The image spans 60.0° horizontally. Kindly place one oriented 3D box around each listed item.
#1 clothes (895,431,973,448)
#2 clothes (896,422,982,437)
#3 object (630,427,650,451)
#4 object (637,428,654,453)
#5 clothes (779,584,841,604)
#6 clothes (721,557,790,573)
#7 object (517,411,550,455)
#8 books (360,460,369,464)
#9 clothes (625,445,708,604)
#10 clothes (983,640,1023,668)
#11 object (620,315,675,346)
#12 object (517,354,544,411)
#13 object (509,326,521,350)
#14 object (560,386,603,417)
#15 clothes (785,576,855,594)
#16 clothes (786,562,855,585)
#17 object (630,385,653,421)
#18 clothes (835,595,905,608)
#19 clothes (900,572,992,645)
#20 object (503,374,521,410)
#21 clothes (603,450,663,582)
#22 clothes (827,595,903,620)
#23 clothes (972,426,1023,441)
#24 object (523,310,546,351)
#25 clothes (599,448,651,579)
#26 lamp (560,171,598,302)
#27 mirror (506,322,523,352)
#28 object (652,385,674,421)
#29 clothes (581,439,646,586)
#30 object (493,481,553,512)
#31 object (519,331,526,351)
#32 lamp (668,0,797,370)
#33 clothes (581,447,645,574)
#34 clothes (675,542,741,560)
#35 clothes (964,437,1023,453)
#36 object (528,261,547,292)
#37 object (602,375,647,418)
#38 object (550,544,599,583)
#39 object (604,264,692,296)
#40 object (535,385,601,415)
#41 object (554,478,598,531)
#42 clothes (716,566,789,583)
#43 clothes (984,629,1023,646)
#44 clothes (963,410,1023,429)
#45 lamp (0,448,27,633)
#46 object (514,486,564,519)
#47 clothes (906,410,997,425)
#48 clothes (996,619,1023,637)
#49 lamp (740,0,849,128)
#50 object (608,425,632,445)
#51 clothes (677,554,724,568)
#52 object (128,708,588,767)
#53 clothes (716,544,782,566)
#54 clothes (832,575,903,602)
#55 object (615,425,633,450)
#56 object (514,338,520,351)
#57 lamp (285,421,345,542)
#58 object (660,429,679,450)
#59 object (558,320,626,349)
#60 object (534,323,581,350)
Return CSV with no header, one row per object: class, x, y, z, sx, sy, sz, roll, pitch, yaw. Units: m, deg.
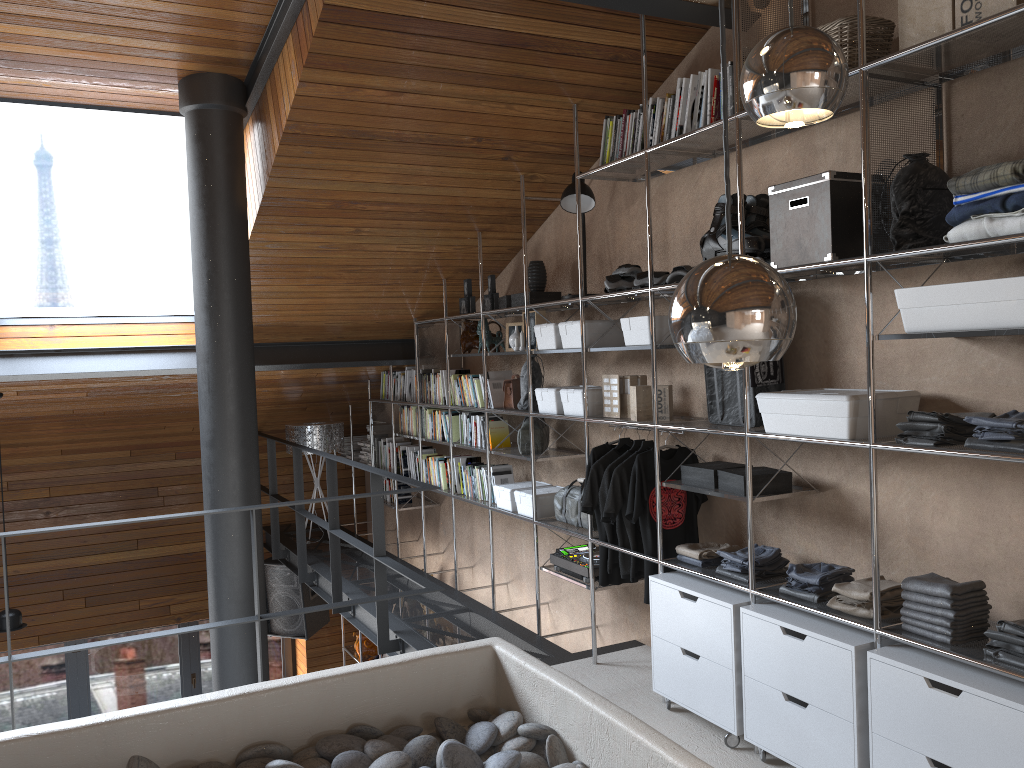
clothes,1.315,0.158,2.715,0.243,0.045,0.208,-3,2,-27
clothes,1.329,0.134,2.725,0.215,0.047,0.191,-3,2,-27
object,0.591,0.295,4.102,0.387,0.197,0.009,-3,2,-31
object,0.621,0.295,4.044,0.387,0.197,0.009,-3,2,-31
clothes,1.108,0.727,3.179,0.242,0.048,0.207,-3,2,-30
clothes,0.942,0.702,3.469,0.215,0.047,0.191,-3,2,-27
object,0.124,0.272,5.094,0.166,0.240,0.390,-2,2,6
books,-1.181,0.668,7.727,0.234,0.016,0.182,-3,2,-32
clothes,0.697,0.618,3.929,0.424,0.689,0.090,-3,2,-28
clothes,1.464,0.739,2.481,0.243,0.045,0.208,-3,2,-27
object,0.662,-0.237,3.940,0.290,0.124,0.222,-3,2,-27
object,0.105,0.002,5.007,0.157,0.339,0.229,-2,2,0
object,0.028,-0.262,5.100,0.091,0.146,0.091,-2,2,7
object,0.419,0.085,4.445,0.295,0.136,0.228,-3,2,-27
clothes,1.094,0.702,3.164,0.203,0.053,0.198,-3,2,-23
clothes,1.109,0.671,3.169,0.204,0.049,0.184,-3,2,-27
object,0.581,0.086,3.988,0.074,0.156,0.078,-3,2,-12
clothes,1.200,0.701,2.929,0.229,0.052,0.199,-3,2,-24
clothes,1.315,0.674,2.688,0.184,0.172,0.201,-3,2,-25
object,0.019,0.045,5.222,0.082,0.202,0.227,-1,2,25
clothes,0.618,0.594,4.045,0.488,0.586,0.074,-3,2,-34
clothes,1.209,0.729,2.953,0.238,0.053,0.212,-3,2,-29
clothes,1.417,0.132,2.468,0.215,0.047,0.191,-3,2,-27
object,0.125,-0.295,4.927,0.062,0.219,0.157,-3,2,-27
clothes,0.617,0.592,4.118,0.488,0.586,0.074,-3,2,-34
lamp,0.346,-0.755,4.541,0.233,0.660,0.322,-1,2,27
mirror,0.033,-0.277,5.228,0.130,0.168,0.069,-1,2,33
object,0.668,0.084,3.927,0.074,0.156,0.078,-1,2,23
clothes,0.531,0.613,4.257,0.424,0.689,0.090,-3,2,-28
object,0.068,0.657,5.201,0.295,0.136,0.228,-3,2,-27
object,0.058,-0.240,4.939,0.037,0.114,0.037,-4,2,-41
lamp,0.226,-0.901,1.015,0.146,1.771,0.146,-2,2,-1
clothes,0.534,0.592,4.213,0.488,0.586,0.074,-3,2,-34
clothes,0.826,0.692,3.707,0.221,0.050,0.196,-3,2,-24
clothes,1.432,0.157,2.479,0.243,0.045,0.208,-3,2,-27
object,0.140,-0.598,4.966,0.115,0.177,0.115,-2,2,-2
object,0.542,0.055,4.212,0.142,0.205,0.196,-3,2,-28
object,0.424,0.923,4.603,0.320,0.114,0.404,-3,2,-27
object,0.636,-0.488,3.975,0.286,0.141,0.657,-3,2,-34
object,0.299,0.082,4.682,0.295,0.136,0.228,-3,2,-27
object,0.369,0.611,4.597,0.166,0.247,0.376,-3,2,-29
clothes,0.958,0.726,3.481,0.243,0.045,0.208,-3,2,-27
clothes,1.478,0.715,2.492,0.215,0.047,0.191,-3,2,-27
clothes,1.415,0.102,2.484,0.200,0.052,0.194,-3,2,-25
lamp,-3.457,0.883,6.028,0.210,1.565,0.210,-2,2,11
object,0.189,0.660,4.962,0.295,0.136,0.228,-3,2,-27
clothes,1.328,0.103,2.707,0.200,0.052,0.194,-3,2,-26
clothes,1.477,0.684,2.474,0.200,0.052,0.194,-3,2,-26
lamp,0.370,-1.100,1.229,0.146,1.474,0.146,-2,2,4
object,0.516,0.251,4.254,0.283,0.118,0.016,-3,2,-27
clothes,0.839,0.722,3.716,0.248,0.043,0.189,-3,2,-18
object,-0.531,1.081,1.888,1.842,0.246,1.435,-3,2,-27
clothes,0.941,0.671,3.485,0.200,0.052,0.194,-3,2,-25
clothes,1.201,0.674,2.942,0.212,0.047,0.187,-3,2,-26
object,0.536,0.293,4.211,0.387,0.197,0.009,-3,2,-31
object,0.027,-0.222,4.979,0.037,0.077,0.037,-4,2,-41
lamp,-1.636,0.831,7.448,0.475,1.002,0.475,-2,2,-3
object,0.682,0.255,3.925,0.283,0.118,0.016,-3,2,-27
object,0.411,-0.249,4.436,0.295,0.136,0.228,-3,2,-27
object,0.294,-0.252,4.668,0.295,0.136,0.228,-3,2,-27
